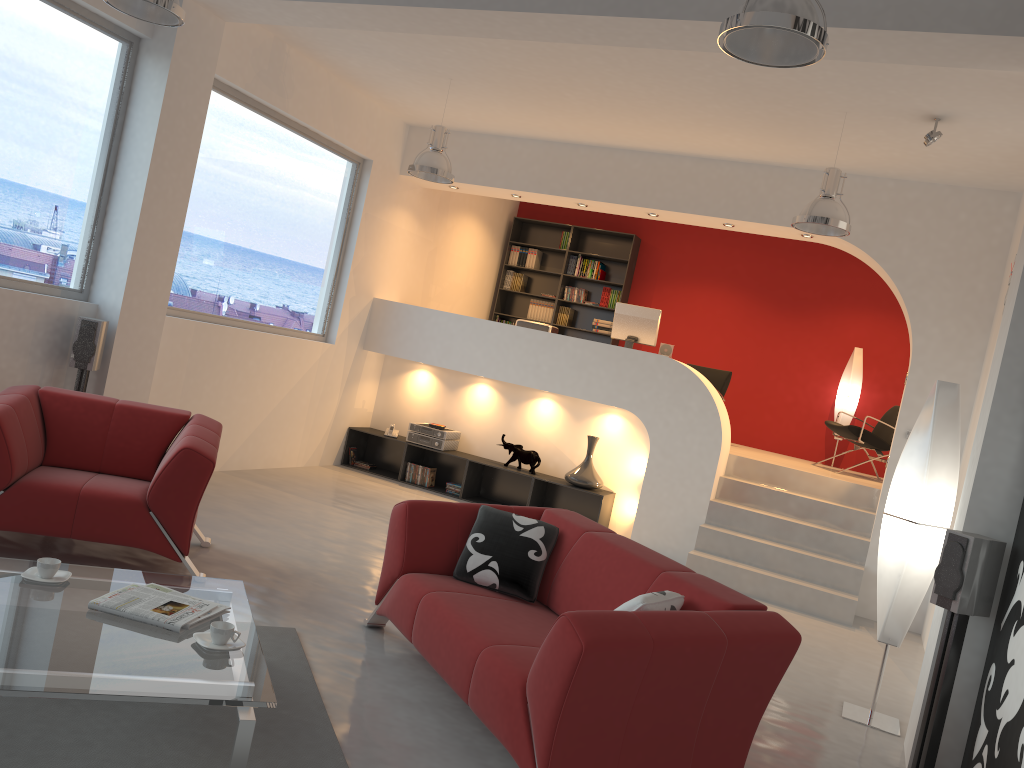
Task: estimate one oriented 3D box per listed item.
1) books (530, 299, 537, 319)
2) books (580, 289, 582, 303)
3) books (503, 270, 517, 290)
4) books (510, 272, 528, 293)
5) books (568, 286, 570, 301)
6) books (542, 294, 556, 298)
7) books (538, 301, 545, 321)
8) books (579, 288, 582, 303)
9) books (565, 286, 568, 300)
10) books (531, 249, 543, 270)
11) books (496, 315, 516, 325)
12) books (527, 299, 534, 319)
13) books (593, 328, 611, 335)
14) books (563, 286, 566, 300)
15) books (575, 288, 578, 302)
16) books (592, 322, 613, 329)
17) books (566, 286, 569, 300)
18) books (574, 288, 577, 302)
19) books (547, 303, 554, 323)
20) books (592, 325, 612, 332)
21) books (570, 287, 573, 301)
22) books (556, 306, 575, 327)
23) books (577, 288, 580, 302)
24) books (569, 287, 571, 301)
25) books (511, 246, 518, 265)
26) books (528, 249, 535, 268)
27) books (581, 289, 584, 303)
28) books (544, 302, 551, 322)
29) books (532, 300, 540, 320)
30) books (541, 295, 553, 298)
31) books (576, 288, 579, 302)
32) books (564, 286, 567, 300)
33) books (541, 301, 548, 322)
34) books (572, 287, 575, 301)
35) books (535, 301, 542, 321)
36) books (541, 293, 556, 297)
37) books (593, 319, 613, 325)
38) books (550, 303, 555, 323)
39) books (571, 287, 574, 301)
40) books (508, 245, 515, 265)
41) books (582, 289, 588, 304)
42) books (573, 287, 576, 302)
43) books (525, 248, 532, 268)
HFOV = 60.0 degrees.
[{"bbox_3d":[0.304,-0.943,11.386,0.040,0.260,0.200,13,2,23],"label":"books"},{"bbox_3d":[0.890,-1.098,11.176,0.031,0.190,0.135,13,2,23],"label":"books"},{"bbox_3d":[-0.016,-1.338,11.555,0.090,0.256,0.181,13,2,23],"label":"books"},{"bbox_3d":[0.091,-1.305,11.508,0.146,0.240,0.170,13,2,23],"label":"books"},{"bbox_3d":[0.742,-1.132,11.239,0.031,0.190,0.135,13,2,23],"label":"books"},{"bbox_3d":[0.492,-1.114,11.341,0.190,0.015,0.135,13,2,23],"label":"books"},{"bbox_3d":[0.414,-0.918,11.340,0.040,0.260,0.200,13,2,23],"label":"books"},{"bbox_3d":[0.877,-1.101,11.182,0.031,0.190,0.135,13,2,23],"label":"books"},{"bbox_3d":[0.715,-1.138,11.251,0.031,0.190,0.135,13,2,23],"label":"books"},{"bbox_3d":[0.319,-1.588,11.419,0.040,0.260,0.200,13,2,23],"label":"books"},{"bbox_3d":[-0.043,-0.710,11.503,0.341,0.286,0.231,13,2,23],"label":"books"},{"bbox_3d":[0.268,-0.951,11.402,0.040,0.260,0.200,13,2,23],"label":"books"},{"bbox_3d":[1.156,-0.636,11.004,0.260,0.040,0.200,13,2,24],"label":"books"},{"bbox_3d":[0.688,-1.144,11.262,0.031,0.190,0.135,13,2,23],"label":"books"},{"bbox_3d":[0.836,-1.110,11.199,0.031,0.190,0.135,13,2,23],"label":"books"},{"bbox_3d":[1.150,-0.719,11.007,0.260,0.040,0.200,13,2,22],"label":"books"},{"bbox_3d":[0.728,-1.135,11.245,0.031,0.190,0.135,13,2,23],"label":"books"},{"bbox_3d":[0.823,-1.113,11.205,0.031,0.190,0.135,13,2,23],"label":"books"},{"bbox_3d":[0.524,-0.893,11.293,0.040,0.260,0.200,13,2,23],"label":"books"},{"bbox_3d":[1.146,-0.679,11.007,0.260,0.040,0.200,13,2,23],"label":"books"},{"bbox_3d":[0.769,-1.126,11.228,0.031,0.190,0.135,13,2,23],"label":"books"},{"bbox_3d":[0.676,-0.848,11.240,0.146,0.240,0.170,13,2,23],"label":"books"},{"bbox_3d":[0.863,-1.104,11.187,0.031,0.190,0.135,13,2,23],"label":"books"},{"bbox_3d":[0.755,-1.129,11.233,0.031,0.190,0.135,13,2,23],"label":"books"},{"bbox_3d":[0.063,-1.646,11.527,0.040,0.260,0.200,13,2,23],"label":"books"},{"bbox_3d":[0.282,-1.596,11.434,0.040,0.260,0.200,13,2,23],"label":"books"},{"bbox_3d":[0.904,-1.095,11.170,0.031,0.190,0.135,13,2,23],"label":"books"},{"bbox_3d":[0.487,-0.901,11.309,0.040,0.260,0.200,13,2,23],"label":"books"},{"bbox_3d":[0.341,-0.935,11.371,0.040,0.260,0.200,13,2,23],"label":"books"},{"bbox_3d":[0.482,-1.101,11.344,0.190,0.015,0.135,13,2,23],"label":"books"},{"bbox_3d":[0.850,-1.107,11.193,0.031,0.190,0.135,13,2,23],"label":"books"},{"bbox_3d":[0.701,-1.141,11.256,0.031,0.190,0.135,13,2,23],"label":"books"},{"bbox_3d":[0.450,-0.910,11.324,0.040,0.260,0.200,13,2,23],"label":"books"},{"bbox_3d":[0.796,-1.120,11.216,0.031,0.190,0.135,13,2,23],"label":"books"},{"bbox_3d":[0.377,-0.926,11.355,0.040,0.260,0.200,13,2,23],"label":"books"},{"bbox_3d":[0.478,-1.133,11.348,0.190,0.015,0.135,13,2,23],"label":"books"},{"bbox_3d":[1.164,-0.756,10.994,0.260,0.040,0.200,13,2,23],"label":"books"},{"bbox_3d":[0.560,-0.885,11.278,0.040,0.260,0.200,13,2,23],"label":"books"},{"bbox_3d":[0.782,-1.123,11.222,0.031,0.190,0.135,13,2,23],"label":"books"},{"bbox_3d":[0.026,-1.654,11.543,0.040,0.260,0.200,13,2,23],"label":"books"},{"bbox_3d":[0.917,-1.092,11.164,0.031,0.190,0.135,13,2,23],"label":"books"},{"bbox_3d":[0.809,-1.116,11.210,0.031,0.190,0.135,13,2,23],"label":"books"},{"bbox_3d":[0.246,-1.604,11.450,0.040,0.260,0.200,13,2,23],"label":"books"}]
